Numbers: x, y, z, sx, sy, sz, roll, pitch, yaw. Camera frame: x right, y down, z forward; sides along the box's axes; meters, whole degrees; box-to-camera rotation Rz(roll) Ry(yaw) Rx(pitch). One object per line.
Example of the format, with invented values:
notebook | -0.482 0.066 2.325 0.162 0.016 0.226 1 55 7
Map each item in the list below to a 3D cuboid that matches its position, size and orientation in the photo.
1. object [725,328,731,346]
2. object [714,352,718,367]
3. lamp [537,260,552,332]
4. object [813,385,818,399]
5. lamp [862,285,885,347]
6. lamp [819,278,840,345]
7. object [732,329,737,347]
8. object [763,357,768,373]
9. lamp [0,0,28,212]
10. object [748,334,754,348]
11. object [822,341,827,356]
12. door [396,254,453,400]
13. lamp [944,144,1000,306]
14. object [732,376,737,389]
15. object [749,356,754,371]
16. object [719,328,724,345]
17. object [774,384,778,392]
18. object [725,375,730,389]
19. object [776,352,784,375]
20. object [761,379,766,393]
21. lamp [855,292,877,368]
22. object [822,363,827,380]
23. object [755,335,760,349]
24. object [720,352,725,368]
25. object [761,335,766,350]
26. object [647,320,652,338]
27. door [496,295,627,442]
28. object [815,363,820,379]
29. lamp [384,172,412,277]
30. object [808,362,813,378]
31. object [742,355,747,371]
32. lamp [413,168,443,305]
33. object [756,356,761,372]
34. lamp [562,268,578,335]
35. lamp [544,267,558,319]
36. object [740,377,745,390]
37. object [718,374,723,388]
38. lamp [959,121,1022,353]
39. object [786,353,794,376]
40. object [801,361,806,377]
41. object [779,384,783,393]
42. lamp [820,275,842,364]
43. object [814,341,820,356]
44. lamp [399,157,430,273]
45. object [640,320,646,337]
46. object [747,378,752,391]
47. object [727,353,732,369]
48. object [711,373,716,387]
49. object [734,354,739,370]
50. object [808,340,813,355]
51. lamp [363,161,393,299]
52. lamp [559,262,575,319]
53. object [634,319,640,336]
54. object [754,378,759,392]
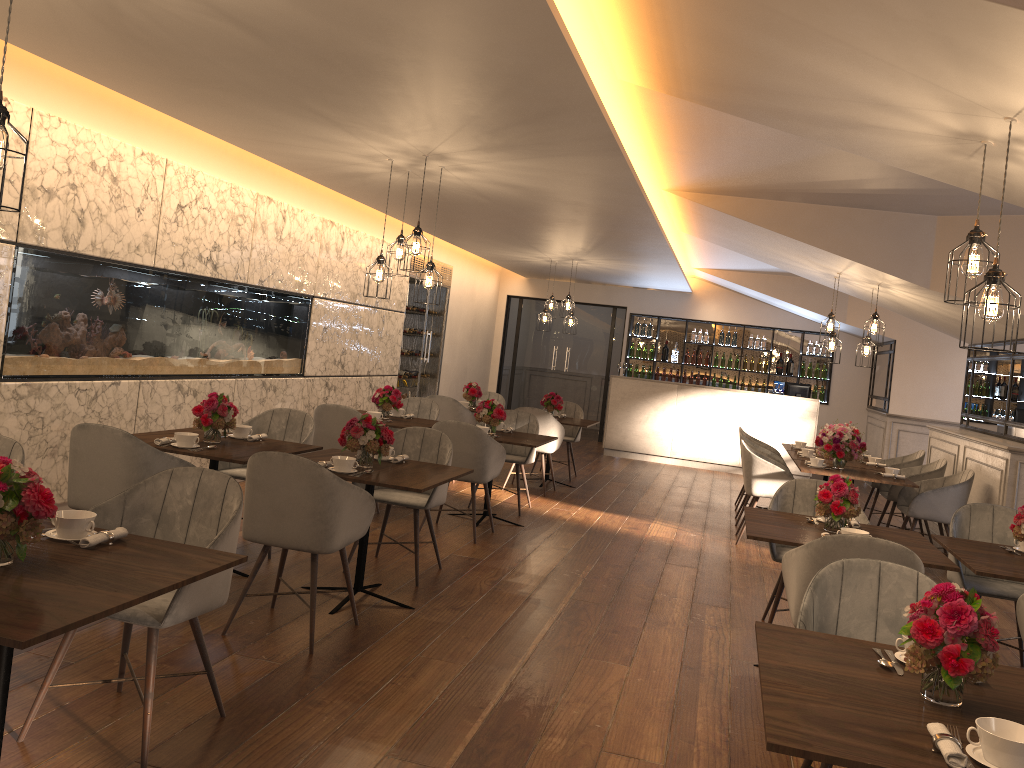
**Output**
object | 3.562 -0.783 14.572 0.075 0.310 0.075 6 -1 25
object | 3.379 -0.408 14.633 0.065 0.262 0.066 7 -1 -8
lamp | 0.531 -1.729 11.682 0.175 2.072 0.174 6 -1 15
object | 4.879 0.144 14.239 0.065 0.262 0.066 7 -1 -8
lamp | 3.381 -1.376 8.036 0.175 2.072 0.174 6 -1 15
lamp | 3.195 -1.422 8.630 0.175 2.072 0.174 6 -1 15
object | 3.662 -0.770 14.547 0.075 0.310 0.075 6 -1 25
object | 4.146 -0.312 14.440 0.065 0.262 0.066 7 -1 -8
lamp | -1.397 -1.539 2.563 0.175 2.072 0.174 6 -1 15
object | 3.913 -0.701 14.482 0.070 0.236 0.041 6 -1 14
object | 5.006 -0.565 14.206 0.070 0.236 0.041 6 -1 14
door | -1.198 -0.463 11.972 0.134 2.471 1.854 6 0 14
lamp | 1.933 -1.348 3.536 0.175 2.072 0.174 6 -1 15
object | 3.657 -0.008 14.547 0.065 0.262 0.066 7 -1 -8
object | 3.933 -0.339 14.493 0.065 0.262 0.066 7 -1 -8
object | 3.461 -0.795 14.597 0.075 0.310 0.075 7 -1 -44
object | 4.282 0.099 14.388 0.065 0.208 0.065 7 -1 -31
object | 3.551 -0.021 14.574 0.065 0.262 0.066 7 -1 -8
object | 4.356 -0.334 14.366 0.104 0.360 0.104 7 -1 -24
object | 4.106 0.048 14.434 0.065 0.262 0.066 7 -1 -8
lamp | 3.438 -1.188 8.352 0.175 2.072 0.174 6 -1 15
object | 5.026 -0.203 14.217 0.065 0.262 0.066 7 -1 -8
object | 4.010 -0.689 14.458 0.070 0.236 0.041 6 -1 14
object | 3.485 -0.396 14.607 0.065 0.264 0.066 7 -1 -8
object | 4.107 -0.676 14.433 0.070 0.236 0.041 6 -1 14
object | 2.316 -0.938 14.887 0.075 0.310 0.075 7 -1 -29
door | 0.834 -0.268 15.302 2.109 2.336 0.273 7 -1 14
object | 4.920 -0.216 14.244 0.065 0.262 0.066 7 -1 -8
lamp | -0.729 -1.827 6.520 0.175 2.072 0.174 6 -1 15
object | 4.813 -0.230 14.271 0.065 0.262 0.066 7 -1 -8
object | 3.827 -0.352 14.520 0.065 0.262 0.066 7 -1 -8
lamp | -0.486 -1.593 6.241 0.175 2.072 0.174 6 -1 15
object | 4.040 -0.326 14.466 0.065 0.262 0.066 7 -1 -8
lamp | 0.874 -1.692 11.725 0.175 2.072 0.174 6 -1 15
lamp | 0.631 -1.926 12.004 0.175 2.072 0.174 6 -1 15
object | 3.786 0.008 14.515 0.065 0.262 0.066 7 -1 -8
object | 3.444 -0.034 14.601 0.065 0.262 0.066 7 -1 -8
lamp | 1.833 -1.151 3.215 0.175 2.072 0.174 6 -1 15
object | 4.506 -0.317 14.325 0.104 0.359 0.103 6 -1 41
object | 4.707 -0.244 14.298 0.065 0.264 0.066 7 -1 -8
object | 4.357 0.108 14.369 0.065 0.208 0.065 7 -1 -31
lamp | 3.094 -1.225 8.308 0.175 2.072 0.174 6 -1 15
object | 4.909 -0.577 14.231 0.070 0.236 0.041 6 -1 14
lamp | -0.543 -1.781 5.926 0.175 2.072 0.174 6 -1 15
object | 2.215 -0.950 14.912 0.075 0.310 0.075 7 -1 -33
object | 3.892 0.022 14.488 0.065 0.262 0.066 7 -1 -8
object | 3.592 -0.382 14.580 0.065 0.264 0.066 7 -1 -8
object | 3.338 -0.047 14.628 0.065 0.262 0.066 7 -1 -8
object | 3.698 -0.369 14.553 0.065 0.264 0.066 7 -1 -8
object | 4.812 -0.589 14.255 0.070 0.236 0.041 6 -1 14
lamp | -0.830 -1.630 6.198 0.175 2.072 0.174 6 -1 15
lamp | 0.817 -1.879 11.410 0.175 2.072 0.174 6 -1 15
object | 2.114 -0.963 14.938 0.075 0.310 0.075 6 -1 39
object | 3.999 0.035 14.461 0.065 0.262 0.066 7 -1 -8
